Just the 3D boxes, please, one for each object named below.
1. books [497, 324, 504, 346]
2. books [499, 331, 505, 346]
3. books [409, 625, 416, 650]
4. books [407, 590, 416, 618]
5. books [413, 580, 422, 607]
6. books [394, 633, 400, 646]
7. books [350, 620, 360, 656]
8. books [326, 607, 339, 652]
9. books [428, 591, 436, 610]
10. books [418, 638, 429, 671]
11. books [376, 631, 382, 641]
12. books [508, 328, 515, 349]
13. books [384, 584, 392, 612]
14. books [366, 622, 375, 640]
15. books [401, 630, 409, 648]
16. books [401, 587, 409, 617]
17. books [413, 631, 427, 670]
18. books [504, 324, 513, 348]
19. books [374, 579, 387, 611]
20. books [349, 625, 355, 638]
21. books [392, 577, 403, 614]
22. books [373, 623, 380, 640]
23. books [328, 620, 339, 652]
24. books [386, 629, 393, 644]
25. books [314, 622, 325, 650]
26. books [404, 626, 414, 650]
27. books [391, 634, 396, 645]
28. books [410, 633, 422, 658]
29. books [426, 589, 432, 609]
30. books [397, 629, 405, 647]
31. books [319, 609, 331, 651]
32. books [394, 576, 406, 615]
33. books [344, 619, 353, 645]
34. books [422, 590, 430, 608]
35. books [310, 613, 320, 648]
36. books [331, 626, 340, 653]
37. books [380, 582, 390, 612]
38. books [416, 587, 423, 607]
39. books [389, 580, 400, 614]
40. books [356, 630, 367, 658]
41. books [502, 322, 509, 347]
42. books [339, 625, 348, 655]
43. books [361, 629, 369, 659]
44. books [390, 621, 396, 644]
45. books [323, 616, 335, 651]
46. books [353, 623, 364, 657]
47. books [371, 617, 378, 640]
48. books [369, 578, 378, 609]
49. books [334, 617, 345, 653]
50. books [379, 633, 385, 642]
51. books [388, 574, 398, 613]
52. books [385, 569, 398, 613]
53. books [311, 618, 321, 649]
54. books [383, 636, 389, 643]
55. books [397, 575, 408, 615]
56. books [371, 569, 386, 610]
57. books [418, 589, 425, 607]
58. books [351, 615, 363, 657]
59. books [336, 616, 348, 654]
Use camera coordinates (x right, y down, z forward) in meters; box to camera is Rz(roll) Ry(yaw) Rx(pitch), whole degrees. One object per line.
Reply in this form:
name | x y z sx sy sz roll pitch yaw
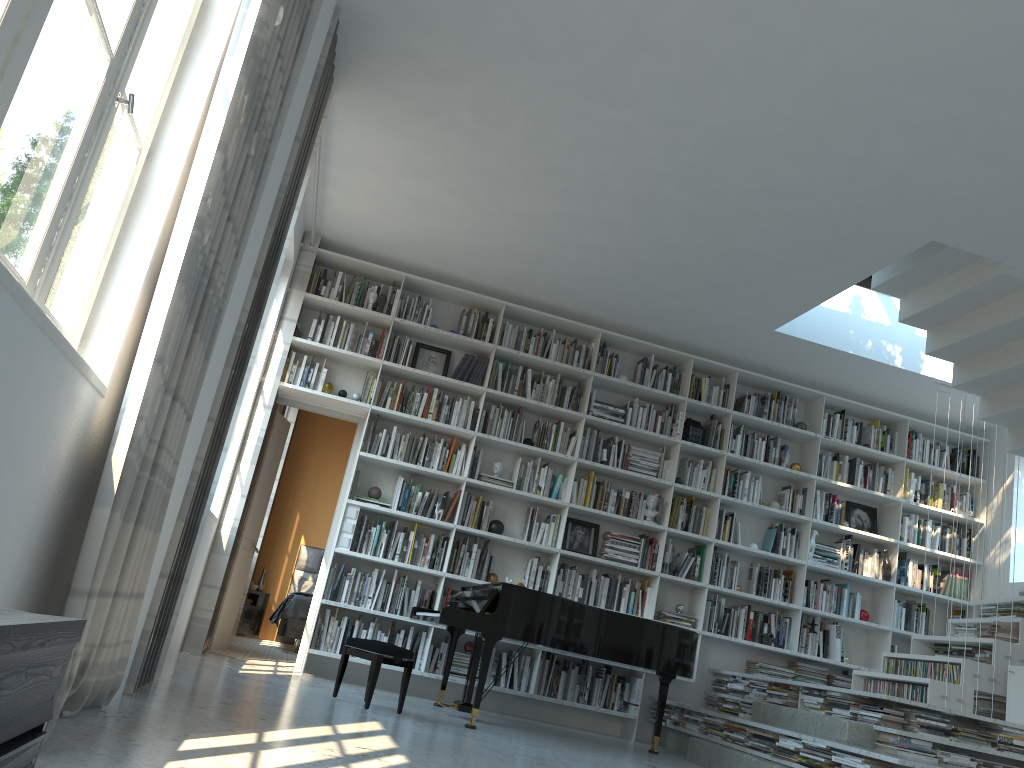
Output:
books | -0.121 -0.369 7.346 0.029 0.237 0.156 15 -16 -10
books | -0.105 -0.333 7.358 0.024 0.182 0.133 15 -16 -10
books | -0.769 1.960 6.625 0.012 0.302 0.166 15 -16 -10
books | -0.774 1.670 6.724 0.030 0.202 0.142 15 -16 -10
books | -0.738 1.635 6.732 0.025 0.287 0.131 15 -16 -10
books | -0.879 1.973 6.607 0.022 0.224 0.141 15 -16 -10
books | -1.176 1.878 6.561 0.027 0.256 0.160 15 -16 -10
books | -1.326 1.806 6.537 0.011 0.317 0.158 15 -16 -10
books | -0.630 1.690 6.739 0.030 0.230 0.151 15 -16 -10
books | -0.670 2.016 6.618 0.017 0.232 0.213 15 -16 -10
books | -1.012 1.937 6.572 0.021 0.217 0.191 15 -16 -10
books | -0.026 -0.334 7.363 0.023 0.219 0.182 15 -16 -10
books | -0.944 1.617 6.682 0.013 0.208 0.155 15 -16 -10
books | -1.069 1.898 6.567 0.031 0.265 0.187 15 -16 -10
books | -0.825 1.974 6.642 0.040 0.263 0.137 15 -16 -10
books | -0.810 1.648 6.701 0.059 0.215 0.177 15 -16 -10
books | -0.696 2.000 6.660 0.027 0.275 0.144 15 -16 -10
books | -0.049 -0.356 7.367 0.031 0.254 0.146 15 -16 -10
books | -0.990 1.592 6.681 0.031 0.238 0.132 15 -16 -10
books | -1.202 1.887 6.546 0.022 0.220 0.163 15 -16 -10
books | -0.875 1.602 6.712 0.013 0.283 0.139 15 -16 -10
books | -1.029 1.909 6.575 0.025 0.265 0.160 15 -16 -10
books | -1.318 1.853 6.522 0.022 0.225 0.155 15 -16 -10
books | -0.930 1.944 6.583 0.023 0.243 0.188 15 -16 -10
books | -1.411 1.841 6.487 0.029 0.190 0.177 15 -16 -10
books | -0.786 1.960 6.624 0.021 0.294 0.188 15 -16 -10
books | -0.905 1.974 6.613 0.024 0.213 0.137 15 -16 -10
books | -0.742 1.997 6.647 0.065 0.255 0.156 15 -16 -10
books | -0.658 1.683 6.743 0.026 0.235 0.141 15 -16 -10
books | -0.852 1.963 6.613 0.027 0.255 0.179 15 -16 -10
books | -1.376 1.804 6.520 0.045 0.293 0.181 15 -16 -10
books | -0.854 1.600 6.704 0.022 0.290 0.138 15 -16 -10
books | -1.222 1.870 6.556 0.022 0.251 0.140 15 -16 -10
books | -0.674 1.672 6.704 0.023 0.227 0.190 15 -16 -10
books | -1.452 1.807 6.513 0.012 0.253 0.161 15 -16 -10
books | -1.303 1.879 6.527 0.022 0.185 0.145 15 -16 -10
books | -0.963 1.605 6.680 0.028 0.224 0.134 15 -16 -10
books | -0.719 1.656 6.704 0.011 0.239 0.175 15 -16 -10
books | -0.897 1.609 6.701 0.029 0.253 0.153 15 -16 -10
books | -1.117 1.916 6.547 0.030 0.201 0.168 15 -16 -10
books | -0.076 -0.370 7.384 0.021 0.278 0.141 15 -16 -10
books | -1.247 1.885 6.542 0.022 0.205 0.159 15 -16 -10
books | -1.102 1.924 6.580 0.014 0.210 0.146 15 -16 -10
books | -0.913 1.925 6.624 0.013 0.309 0.131 15 -16 -10
books | -1.350 1.836 6.527 0.024 0.246 0.143 15 -16 -10
books | -1.143 1.894 6.572 0.022 0.245 0.135 15 -16 -10
books | -1.048 1.890 6.594 0.014 0.303 0.140 15 -16 -10
books | -1.047 1.579 6.669 0.012 0.232 0.149 15 -16 -10
books | -1.275 1.843 6.522 0.013 0.261 0.174 15 -16 -10
books | -0.989 1.949 6.574 0.028 0.205 0.171 15 -16 -10
books | -0.908 1.581 6.686 0.012 0.294 0.177 15 -16 -10
books | -0.915 1.562 6.680 0.014 0.324 0.171 15 -16 -10
books | -1.439 1.829 6.511 0.023 0.215 0.159 15 -16 -10
books | -0.961 1.964 6.570 0.031 0.187 0.190 15 -16 -10
books | -0.836 1.599 6.704 0.013 0.300 0.173 15 -16 -10
books | -1.011 1.546 6.664 0.039 0.306 0.172 15 -16 -10
books | -0.709 1.675 6.739 0.030 0.226 0.140 15 -16 -10
books | -1.149 1.859 6.556 0.013 0.299 0.184 15 -16 -10
books | -1.258 1.847 6.532 0.023 0.265 0.177 15 -16 -10
